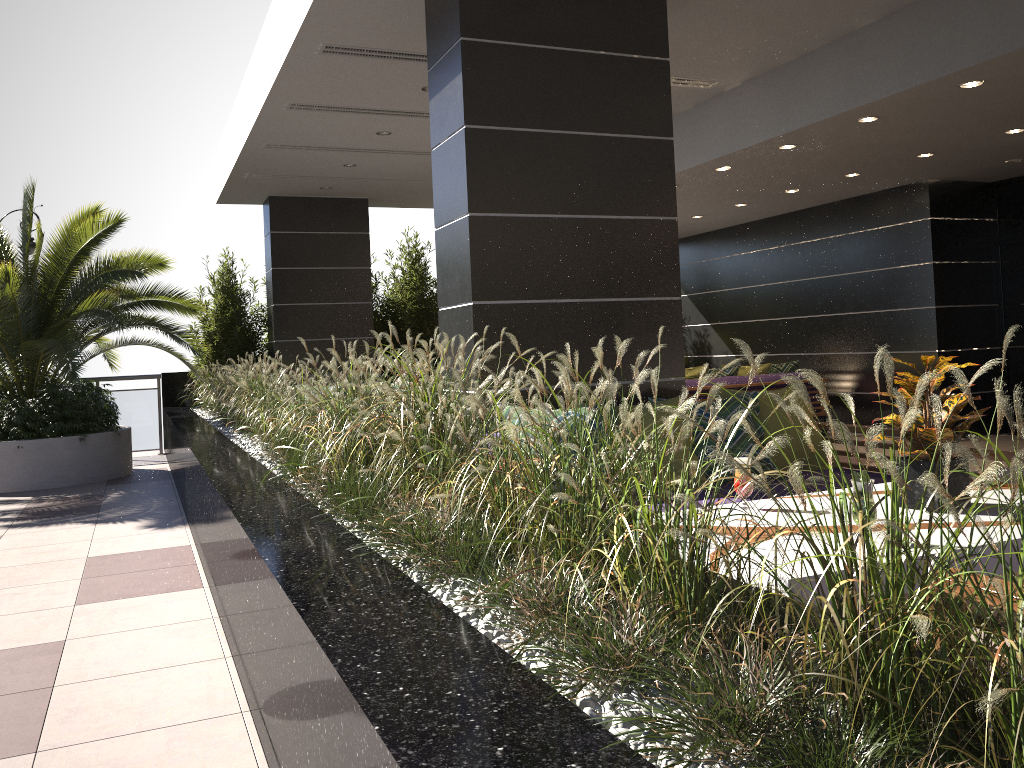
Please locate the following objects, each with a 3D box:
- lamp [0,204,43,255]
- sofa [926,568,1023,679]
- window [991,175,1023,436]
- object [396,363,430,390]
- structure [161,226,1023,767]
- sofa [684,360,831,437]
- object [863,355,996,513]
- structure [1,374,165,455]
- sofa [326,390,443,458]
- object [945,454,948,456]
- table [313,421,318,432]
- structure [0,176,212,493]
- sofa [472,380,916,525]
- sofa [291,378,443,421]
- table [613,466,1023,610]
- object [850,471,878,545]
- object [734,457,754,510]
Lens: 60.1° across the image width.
[{"bbox_3d":[-6.322,-0.627,10.833,1.123,3.332,0.263,-2,-1,-23],"label":"lamp"},{"bbox_3d":[2.019,0.542,1.705,2.128,0.921,1.118,-3,1,-23],"label":"sofa"},{"bbox_3d":[5.661,-0.813,8.820,0.109,2.765,1.823,-2,-1,-23],"label":"window"},{"bbox_3d":[-0.926,0.060,8.604,0.430,0.527,0.424,-3,0,-6],"label":"object"},{"bbox_3d":[3.471,-0.663,2.579,7.824,3.125,24.695,-3,2,-23],"label":"structure"},{"bbox_3d":[2.489,0.198,10.342,2.128,0.921,1.118,-3,1,-23],"label":"sofa"},{"bbox_3d":[1.435,0.161,3.039,0.430,0.527,0.424,-3,0,-11],"label":"object"},{"bbox_3d":[-6.921,0.892,1.293,12.929,1.060,17.480,-3,2,-23],"label":"structure"},{"bbox_3d":[-0.391,0.439,7.393,2.128,0.921,1.118,-3,1,-23],"label":"sofa"},{"bbox_3d":[1.708,0.299,3.503,0.084,0.190,0.067,-3,-1,2],"label":"object"},{"bbox_3d":[-0.899,0.600,8.591,2.039,0.554,0.940,-3,1,-23],"label":"table"},{"bbox_3d":[-5.244,-0.611,9.536,3.747,3.307,3.803,-2,1,20],"label":"structure"},{"bbox_3d":[0.870,0.493,4.418,2.128,0.921,1.118,-3,1,-23],"label":"sofa"},{"bbox_3d":[-1.392,0.396,9.756,2.128,0.921,1.118,-3,1,-23],"label":"sofa"},{"bbox_3d":[1.455,0.701,3.034,2.038,0.554,0.940,-3,1,-23],"label":"table"},{"bbox_3d":[1.023,0.355,2.572,0.069,0.211,0.068,-2,-1,-40],"label":"object"},{"bbox_3d":[0.829,0.356,3.168,0.069,0.181,0.068,-2,-1,-40],"label":"object"}]
